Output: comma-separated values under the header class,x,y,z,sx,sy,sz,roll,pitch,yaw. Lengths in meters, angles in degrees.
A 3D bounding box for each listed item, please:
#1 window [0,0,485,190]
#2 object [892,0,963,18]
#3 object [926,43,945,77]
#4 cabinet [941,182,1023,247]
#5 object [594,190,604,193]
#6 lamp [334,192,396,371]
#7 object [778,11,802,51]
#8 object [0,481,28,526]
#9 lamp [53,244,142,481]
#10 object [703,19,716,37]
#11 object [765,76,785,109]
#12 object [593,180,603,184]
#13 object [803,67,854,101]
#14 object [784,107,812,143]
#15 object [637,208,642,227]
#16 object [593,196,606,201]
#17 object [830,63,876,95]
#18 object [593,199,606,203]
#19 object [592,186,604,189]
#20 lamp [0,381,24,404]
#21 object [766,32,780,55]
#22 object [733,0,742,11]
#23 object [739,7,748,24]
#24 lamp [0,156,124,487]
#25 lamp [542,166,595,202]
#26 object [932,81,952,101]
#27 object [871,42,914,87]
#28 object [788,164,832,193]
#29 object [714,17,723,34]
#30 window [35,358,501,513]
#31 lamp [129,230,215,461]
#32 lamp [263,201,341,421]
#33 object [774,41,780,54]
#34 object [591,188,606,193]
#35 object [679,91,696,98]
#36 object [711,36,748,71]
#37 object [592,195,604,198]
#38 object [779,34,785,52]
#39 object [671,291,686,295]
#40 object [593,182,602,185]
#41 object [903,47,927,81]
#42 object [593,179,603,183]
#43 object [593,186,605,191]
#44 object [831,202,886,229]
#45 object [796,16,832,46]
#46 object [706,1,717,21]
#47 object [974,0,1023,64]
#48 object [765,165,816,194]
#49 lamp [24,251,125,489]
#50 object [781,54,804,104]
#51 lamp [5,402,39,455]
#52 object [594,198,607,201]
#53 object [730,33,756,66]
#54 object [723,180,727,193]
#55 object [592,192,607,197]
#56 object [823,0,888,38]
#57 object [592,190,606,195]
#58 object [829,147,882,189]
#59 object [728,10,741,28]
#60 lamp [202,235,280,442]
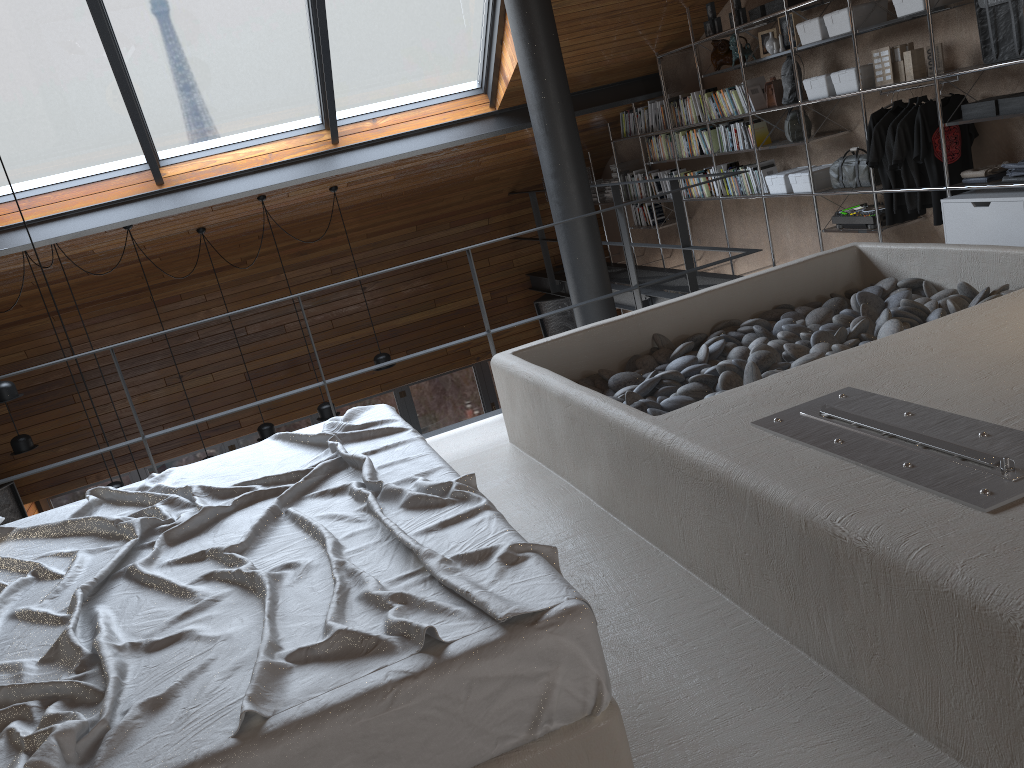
class,x,y,z,sx,sy,sz,roll,pitch,yaw
window,-1.944,-2.234,5.929,3.819,1.030,1.213,-18,15,-15
object,2.208,-2.049,4.700,0.290,0.124,0.223,-18,15,-15
object,2.273,-1.740,4.760,0.074,0.156,0.079,-4,17,32
cabinet,2.641,-0.743,4.630,0.435,0.561,0.527,-18,15,-15
object,0.859,-2.024,9.386,0.224,0.017,0.168,-18,15,-15
lamp,-1.313,-0.885,7.670,0.210,1.565,0.210,-8,16,21
object,1.803,-2.275,5.725,0.062,0.219,0.157,-18,15,-15
object,-4.525,2.078,8.141,0.686,2.297,0.640,-8,16,21
lamp,-3.044,-0.039,6.611,0.210,2.272,0.210,-8,16,21
object,1.452,-2.599,6.494,0.029,0.117,0.086,-22,17,-29
object,1.803,-2.010,6.104,0.082,0.201,0.227,-4,18,34
object,0.824,-2.113,9.361,0.246,0.016,0.182,-18,15,-15
object,2.013,-1.879,5.546,0.295,0.136,0.228,-18,15,-15
object,1.932,-1.776,6.015,0.166,0.240,0.390,-10,15,16
object,1.250,-1.583,8.355,0.111,0.174,0.011,-18,15,-15
object,0.957,-1.938,9.152,0.262,0.025,0.176,-18,15,-15
object,2.099,-1.834,5.299,0.295,0.136,0.228,-18,15,-15
object,0.951,-1.904,9.163,0.201,0.012,0.161,-18,15,-15
object,0.836,-2.069,9.355,0.252,0.028,0.180,-18,15,-15
lamp,-3.579,-0.460,5.891,0.210,1.206,0.210,-8,16,21
object,1.738,-2.273,5.915,0.091,0.146,0.091,-9,15,17
object,1.569,-2.675,6.203,0.029,0.114,0.084,-15,15,-4
object,1.616,-2.559,6.187,0.029,0.117,0.086,-12,15,9
lamp,-2.592,-0.597,4.920,0.210,3.207,0.210,-12,15,6
lamp,0.634,-1.577,8.704,0.475,1.001,0.476,-12,15,8
object,2.319,-1.579,4.795,0.283,0.118,0.016,-18,15,-15
object,2.182,-1.822,5.047,0.142,0.205,0.196,-18,15,-17
object,2.052,-1.383,5.966,0.295,0.136,0.228,-18,15,-15
object,1.492,-2.585,6.406,0.029,0.117,0.086,-13,15,4
window,-1.990,0.883,9.857,5.937,1.521,0.101,-18,15,-15
lamp,-2.700,-0.237,7.043,0.210,2.033,0.210,-8,16,21
lamp,-1.797,-0.616,7.381,0.210,1.910,0.210,-8,16,21
object,1.728,-2.204,5.809,0.037,0.077,0.037,-22,17,-29
object,0.848,-2.034,9.365,0.246,0.016,0.182,-18,15,-15
object,1.436,-2.221,7.145,0.146,0.240,0.023,-18,15,-15
object,1.582,-2.416,6.454,0.278,0.222,0.139,-6,17,29
object,0.941,-1.951,9.145,0.201,0.013,0.161,-18,15,-15
object,1.749,-2.216,5.760,0.037,0.114,0.037,-22,17,-29
object,1.566,-0.802,8.453,0.207,0.442,0.328,-20,16,-22
object,0.835,-2.098,9.367,0.233,0.021,0.174,-18,15,-15
object,2.197,-1.741,4.833,0.074,0.156,0.079,-14,15,-1
object,0.816,-2.130,9.367,0.246,0.016,0.182,-18,15,-15
object,0.844,-2.049,9.362,0.246,0.016,0.182,-18,15,-15
object,2.285,-1.076,5.642,0.320,0.114,0.405,-18,15,-15
object,1.942,-2.194,5.458,0.295,0.136,0.228,-18,15,-15
object,1.442,-2.700,6.420,0.029,0.114,0.084,-16,15,-9
object,2.431,-1.871,4.305,0.188,0.559,0.337,-17,15,-11
object,1.965,-1.429,6.216,0.295,0.136,0.228,-18,15,-15
lamp,-3.317,-0.067,6.683,0.210,2.035,0.210,-8,16,21
object,1.851,-2.009,5.874,0.157,0.339,0.229,-11,15,11
lamp,-4.032,-0.117,6.876,0.210,1.369,0.210,-8,16,21
object,0.961,-1.922,9.167,0.226,0.012,0.159,-18,15,-15
object,1.624,-2.372,6.260,0.197,0.220,0.102,-23,17,-30
object,1.702,-1.568,6.879,0.131,0.180,0.042,-18,15,-16
object,0.959,-1.966,9.132,0.228,0.016,0.182,-18,15,-15
object,2.026,-2.149,5.216,0.295,0.136,0.228,-18,15,-15
object,0.926,-1.978,9.144,0.203,0.013,0.161,-18,15,-15
object,2.171,-1.363,5.574,0.166,0.247,0.376,-19,15,-18
object,1.582,-2.575,6.278,0.029,0.117,0.086,-21,16,-25
lamp,-2.375,-0.472,7.556,0.210,2.002,0.210,-8,16,21
